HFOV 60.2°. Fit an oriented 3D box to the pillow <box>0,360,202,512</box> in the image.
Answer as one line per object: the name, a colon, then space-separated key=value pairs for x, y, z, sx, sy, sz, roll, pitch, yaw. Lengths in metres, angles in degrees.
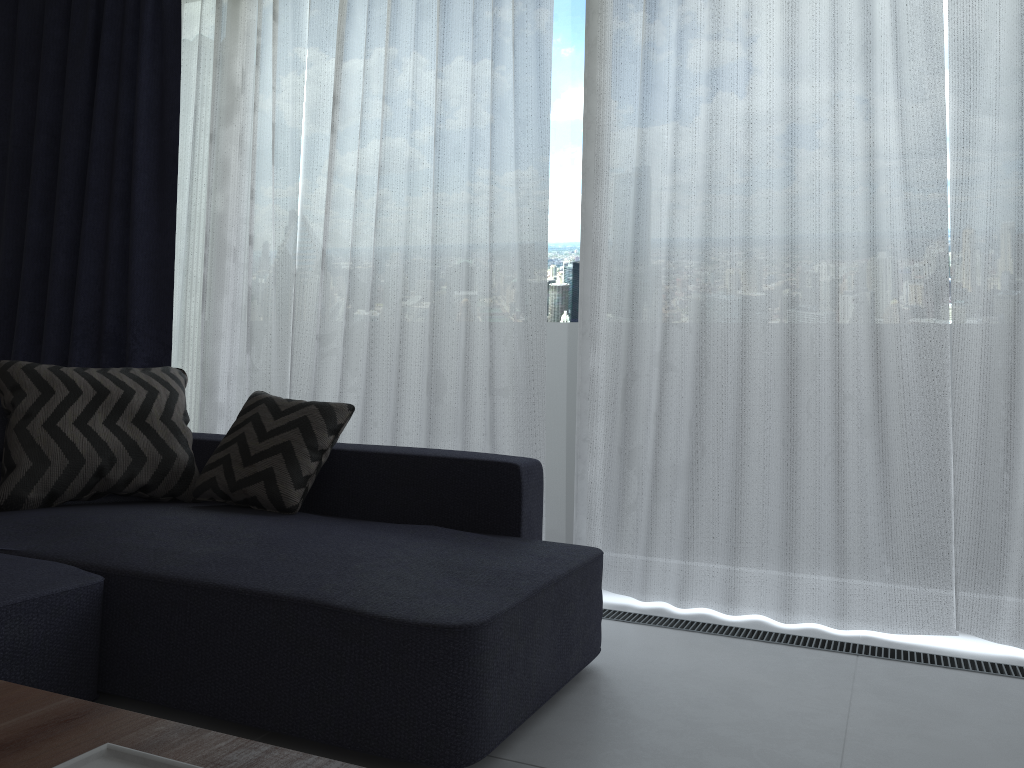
pillow: x=-1.300 y=0.193 z=2.784 sx=0.596 sy=0.521 sz=0.354 roll=3 pitch=-3 yaw=-36

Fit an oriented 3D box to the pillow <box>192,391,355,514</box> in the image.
pillow: x=-0.734 y=0.200 z=2.709 sx=0.415 sy=0.347 sz=0.285 roll=1 pitch=-3 yaw=28

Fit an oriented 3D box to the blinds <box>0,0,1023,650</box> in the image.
blinds: x=-0.874 y=-0.676 z=0.716 sx=7.136 sy=2.787 sz=5.777 roll=2 pitch=0 yaw=27

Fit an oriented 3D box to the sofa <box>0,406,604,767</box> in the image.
sofa: x=-1.111 y=0.392 z=1.567 sx=1.899 sy=0.611 sz=2.862 roll=2 pitch=0 yaw=24

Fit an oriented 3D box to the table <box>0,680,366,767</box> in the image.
table: x=-0.548 y=0.546 z=0.623 sx=0.805 sy=0.354 sz=0.797 roll=2 pitch=0 yaw=24
